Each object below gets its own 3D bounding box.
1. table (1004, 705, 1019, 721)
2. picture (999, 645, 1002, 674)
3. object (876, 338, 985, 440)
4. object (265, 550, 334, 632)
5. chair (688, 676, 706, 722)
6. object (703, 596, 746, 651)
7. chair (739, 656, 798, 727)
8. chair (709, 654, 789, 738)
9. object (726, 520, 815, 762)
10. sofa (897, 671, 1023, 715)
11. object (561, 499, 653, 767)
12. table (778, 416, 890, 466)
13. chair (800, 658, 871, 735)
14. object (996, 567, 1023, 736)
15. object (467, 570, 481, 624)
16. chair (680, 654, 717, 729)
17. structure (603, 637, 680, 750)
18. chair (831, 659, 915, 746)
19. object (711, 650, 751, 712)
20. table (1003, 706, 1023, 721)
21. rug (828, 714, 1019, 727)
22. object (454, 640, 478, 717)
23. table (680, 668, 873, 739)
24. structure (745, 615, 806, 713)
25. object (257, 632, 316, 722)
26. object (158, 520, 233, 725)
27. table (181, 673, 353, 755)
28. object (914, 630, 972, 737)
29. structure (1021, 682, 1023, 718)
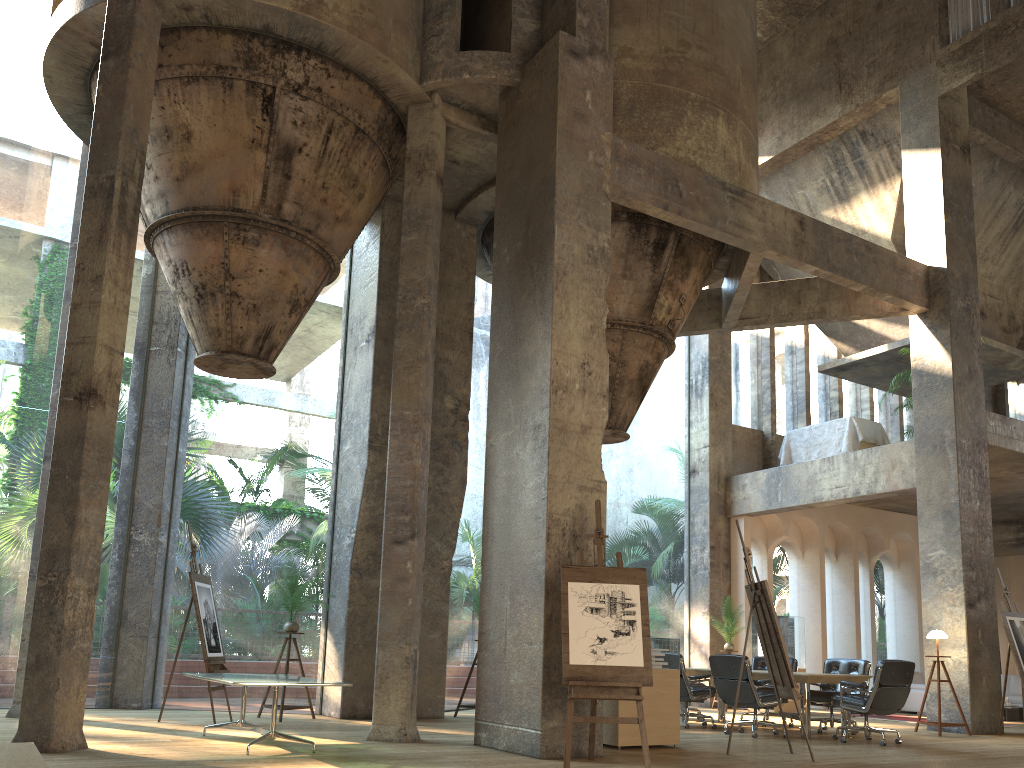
[{"bbox_3d":[7.848,5.413,14.530,0.373,0.240,0.877,11,-18,-29],"label":"table"},{"bbox_3d":[10.191,5.582,19.173,1.516,1.727,0.070,10,-12,-31],"label":"picture"},{"bbox_3d":[6.455,0.150,13.450,1.365,1.763,1.431,8,-14,-25],"label":"object"},{"bbox_3d":[-2.431,2.394,10.116,0.860,0.916,0.705,4,-13,-10],"label":"object"},{"bbox_3d":[2.277,4.152,12.080,0.738,0.870,0.834,11,-16,-36],"label":"chair"},{"bbox_3d":[3.547,3.969,14.633,0.871,0.916,0.697,13,-17,-39],"label":"object"},{"bbox_3d":[3.375,4.045,11.605,0.734,0.870,0.839,-6,-15,32],"label":"chair"},{"bbox_3d":[2.720,3.512,9.923,0.826,0.870,0.745,8,-14,-24],"label":"chair"},{"bbox_3d":[2.277,2.298,7.975,0.684,2.093,0.719,2,-11,1],"label":"object"},{"bbox_3d":[8.397,5.509,15.592,2.952,0.703,2.105,12,-19,-30],"label":"sofa"},{"bbox_3d":[0.722,1.924,6.920,0.702,2.093,0.701,3,-11,-5],"label":"object"},{"bbox_3d":[5.493,1.116,15.056,1.124,0.780,1.784,10,-18,-30],"label":"table"},{"bbox_3d":[3.929,3.809,10.768,0.831,0.870,0.741,12,-16,-36],"label":"chair"},{"bbox_3d":[6.361,3.343,10.963,0.708,2.093,0.695,9,-12,-32],"label":"object"},{"bbox_3d":[-0.324,2.843,11.357,0.693,0.916,0.876,9,-15,-27],"label":"object"},{"bbox_3d":[2.137,3.778,10.865,0.828,0.870,0.743,10,-15,-29],"label":"chair"},{"bbox_3d":[1.087,2.949,8.458,0.742,0.989,0.756,9,-14,-30],"label":"structure"},{"bbox_3d":[3.856,3.423,9.506,0.738,0.870,0.834,11,-16,-34],"label":"chair"},{"bbox_3d":[3.553,4.868,14.427,0.660,0.948,0.584,-3,-13,23],"label":"object"},{"bbox_3d":[8.162,5.501,14.716,1.119,0.197,0.806,12,-19,-30],"label":"table"},{"bbox_3d":[6.256,5.175,13.545,1.357,0.009,2.512,12,-19,-29],"label":"rug"},{"bbox_3d":[-0.370,3.807,11.371,0.658,0.948,0.586,1,-12,5],"label":"object"},{"bbox_3d":[3.050,3.887,10.807,1.113,0.681,2.459,11,-18,-29],"label":"table"},{"bbox_3d":[4.267,4.541,14.232,0.750,1.509,0.604,9,-13,-31],"label":"structure"},{"bbox_3d":[-2.470,3.325,10.019,0.577,0.948,0.668,11,-15,-36],"label":"object"},{"bbox_3d":[-3.276,2.503,9.270,0.685,2.093,0.718,2,-11,-2],"label":"object"},{"bbox_3d":[-2.158,2.773,7.463,0.949,0.532,1.908,11,-19,-29],"label":"table"},{"bbox_3d":[5.299,3.754,11.080,0.664,1.265,0.580,9,-13,-30],"label":"object"},{"bbox_3d":[7.101,3.774,11.392,0.750,1.509,0.604,9,-13,-31],"label":"structure"}]
